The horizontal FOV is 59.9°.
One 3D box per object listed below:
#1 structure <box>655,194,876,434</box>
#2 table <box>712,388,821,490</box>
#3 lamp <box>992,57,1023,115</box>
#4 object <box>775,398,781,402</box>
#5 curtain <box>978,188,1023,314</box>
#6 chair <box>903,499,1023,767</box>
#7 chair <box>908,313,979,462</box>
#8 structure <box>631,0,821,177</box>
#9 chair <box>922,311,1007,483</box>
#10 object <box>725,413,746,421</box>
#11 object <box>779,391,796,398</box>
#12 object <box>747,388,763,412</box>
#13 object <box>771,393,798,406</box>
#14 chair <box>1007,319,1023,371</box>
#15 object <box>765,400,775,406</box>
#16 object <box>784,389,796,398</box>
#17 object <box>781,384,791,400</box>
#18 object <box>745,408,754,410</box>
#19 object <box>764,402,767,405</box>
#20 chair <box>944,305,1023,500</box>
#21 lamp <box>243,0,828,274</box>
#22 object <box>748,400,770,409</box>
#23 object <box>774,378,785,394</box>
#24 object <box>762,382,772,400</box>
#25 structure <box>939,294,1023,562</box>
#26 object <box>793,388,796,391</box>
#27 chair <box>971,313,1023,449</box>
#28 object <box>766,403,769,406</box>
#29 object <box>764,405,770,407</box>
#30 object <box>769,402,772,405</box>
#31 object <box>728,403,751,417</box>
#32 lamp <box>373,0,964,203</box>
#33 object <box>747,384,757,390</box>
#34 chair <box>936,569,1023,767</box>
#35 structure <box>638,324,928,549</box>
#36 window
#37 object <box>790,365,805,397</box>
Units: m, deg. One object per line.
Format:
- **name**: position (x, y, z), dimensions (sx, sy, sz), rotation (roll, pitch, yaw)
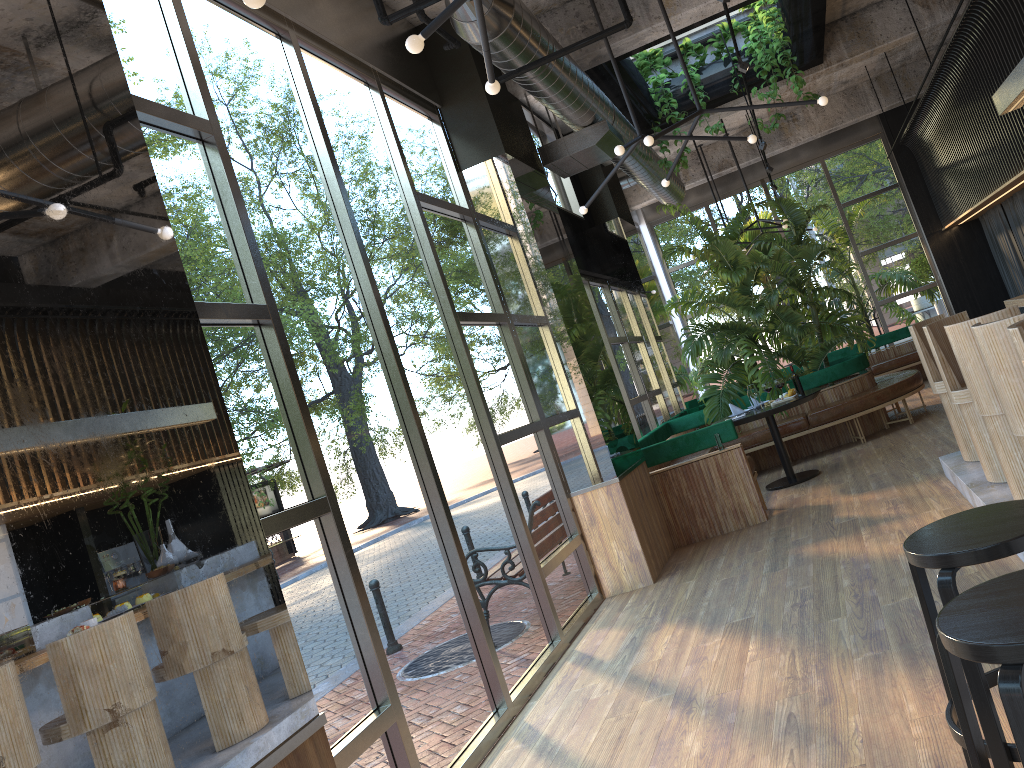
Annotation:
- **structure**: position (3.056, -0.846, 10.860), dimensions (2.433, 3.444, 2.663), rotation (-19, -4, 1)
- **table**: position (2.558, 0.572, 8.499), dimensions (1.136, 0.753, 1.062), rotation (-18, -4, -15)
- **lamp**: position (3.262, -3.143, 2.994), dimensions (4.885, 2.139, 6.857), rotation (-20, -3, 11)
- **object**: position (2.566, 0.143, 8.509), dimensions (0.098, 0.013, 0.228), rotation (-20, -3, 22)
- **curtain**: position (6.680, -1.416, 11.477), dimensions (0.118, 2.064, 3.358), rotation (-20, -4, 19)
- **chair**: position (1.354, 0.706, 2.329), dimensions (0.505, 0.698, 0.523), rotation (-20, -4, 12)
- **chair**: position (3.105, -0.020, 5.962), dimensions (0.523, 0.971, 0.570), rotation (-21, -5, 26)
- **structure**: position (2.382, -3.255, 9.526), dimensions (1.492, 1.520, 2.046), rotation (-15, -5, -45)
- **chair**: position (2.840, 0.032, 5.175), dimensions (0.559, 0.971, 0.534), rotation (-18, -5, -9)
- **object**: position (2.124, 0.309, 8.380), dimensions (0.248, 0.019, 0.161), rotation (-20, -3, 15)
- **object**: position (2.662, 0.101, 8.592), dimensions (0.064, 0.038, 0.190), rotation (-16, -4, -39)
- **object**: position (2.282, 0.150, 8.331), dimensions (0.111, 0.210, 0.099), rotation (-15, -6, -39)
- **object**: position (2.622, 0.140, 8.498), dimensions (0.229, 0.019, 0.368), rotation (-21, -3, 27)
- **chair**: position (2.080, 0.183, 2.902), dimensions (0.574, 0.971, 0.519), rotation (-16, -5, -27)
- **object**: position (2.529, 0.177, 8.669), dimensions (0.094, 0.028, 0.133), rotation (-21, -3, 31)
- **object**: position (2.650, 0.086, 8.487), dimensions (0.098, 0.064, 0.164), rotation (-18, -3, -12)
- **object**: position (2.586, 0.072, 8.408), dimensions (0.141, 0.124, 0.099), rotation (-19, -4, -4)
- **object**: position (2.299, 0.272, 8.870), dimensions (0.164, 0.019, 0.243), rotation (-18, -3, -23)
- **object**: position (2.492, 0.194, 8.707), dimensions (0.023, 0.025, 0.048), rotation (-22, -4, 35)
- **chair**: position (2.611, 0.075, 4.441), dimensions (0.516, 0.971, 0.577), rotation (-23, -6, 39)
- **lamp**: position (1.915, -2.760, 4.347), dimensions (4.945, 1.829, 19.388), rotation (-20, -3, 18)
- **object**: position (2.460, 0.160, 8.911), dimensions (0.234, 0.139, 0.231), rotation (-19, -3, 0)
- **object**: position (2.651, 0.046, 8.734), dimensions (0.102, 0.201, 0.103), rotation (-19, -5, 5)
- **object**: position (2.548, 0.085, 8.804), dimensions (0.102, 0.201, 0.103), rotation (-19, -5, 5)
- **structure**: position (4.358, -0.878, 2.535), dimensions (5.688, 1.736, 7.307), rotation (-20, -3, 16)
- **object**: position (2.746, 0.078, 8.674), dimensions (0.057, 0.072, 0.214), rotation (-20, -3, 9)
- **chair**: position (2.342, 0.129, 3.649), dimensions (0.572, 0.971, 0.521), rotation (-17, -5, -24)
- **object**: position (2.469, 0.199, 8.586), dimensions (0.032, 0.019, 0.039), rotation (-21, -4, 29)
- **object**: position (2.440, 0.207, 8.486), dimensions (0.060, 0.013, 0.151), rotation (-20, -3, 13)
- **object**: position (2.482, 0.184, 8.517), dimensions (0.031, 0.031, 0.041), rotation (-22, -5, 41)
- **object**: position (2.200, 0.237, 8.633), dimensions (0.234, 0.139, 0.231), rotation (-19, -3, 0)
- **lamp**: position (2.365, -2.863, 8.758), dimensions (3.693, 1.536, 10.266), rotation (-20, -3, 15)
- **object**: position (2.324, 0.124, 8.498), dimensions (0.093, 0.245, 0.092), rotation (-19, -5, -1)
- **chair**: position (1.143, 0.748, 1.699), dimensions (0.510, 0.698, 0.518), rotation (-19, -4, 7)
- **structure**: position (2.534, -0.074, 3.910), dimensions (5.863, 1.554, 20.630), rotation (-20, -3, 18)
- **window**: position (0.745, -2.055, 4.370), dimensions (4.025, 6.513, 20.885), rotation (-20, -3, 19)
- **object**: position (2.671, -0.033, 8.343), dimensions (0.065, 0.300, 0.072), rotation (-22, -6, 32)
